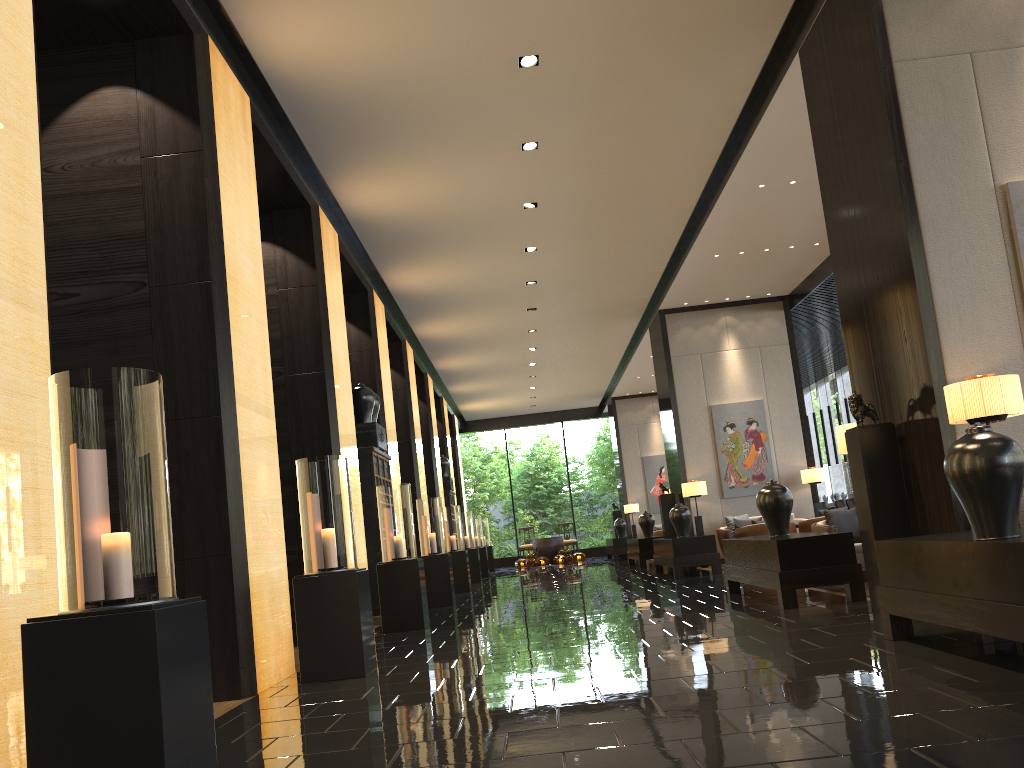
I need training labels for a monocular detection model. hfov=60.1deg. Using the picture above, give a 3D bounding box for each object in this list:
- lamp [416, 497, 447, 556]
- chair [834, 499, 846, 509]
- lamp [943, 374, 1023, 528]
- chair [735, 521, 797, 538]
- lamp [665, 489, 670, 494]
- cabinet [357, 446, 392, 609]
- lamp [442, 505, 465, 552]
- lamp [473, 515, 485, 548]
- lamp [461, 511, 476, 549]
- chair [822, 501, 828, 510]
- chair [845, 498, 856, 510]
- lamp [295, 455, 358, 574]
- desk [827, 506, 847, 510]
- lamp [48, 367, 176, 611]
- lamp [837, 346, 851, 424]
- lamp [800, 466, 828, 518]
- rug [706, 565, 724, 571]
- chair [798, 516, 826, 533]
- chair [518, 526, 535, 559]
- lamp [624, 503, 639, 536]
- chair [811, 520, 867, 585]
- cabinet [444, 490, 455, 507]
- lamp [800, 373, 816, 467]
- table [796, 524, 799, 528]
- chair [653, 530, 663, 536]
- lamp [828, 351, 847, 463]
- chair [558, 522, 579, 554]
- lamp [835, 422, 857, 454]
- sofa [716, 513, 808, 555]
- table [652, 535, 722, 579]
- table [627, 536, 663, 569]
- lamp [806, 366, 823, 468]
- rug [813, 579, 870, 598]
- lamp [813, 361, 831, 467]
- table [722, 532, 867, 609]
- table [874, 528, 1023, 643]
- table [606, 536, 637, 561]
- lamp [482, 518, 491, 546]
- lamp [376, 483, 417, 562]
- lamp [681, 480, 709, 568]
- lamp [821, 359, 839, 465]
[{"bbox_3d":[-1.057,1.864,11.593,0.337,0.724,0.339,-7,-7,2],"label":"lamp"},{"bbox_3d":[6.386,2.556,16.595,0.563,0.821,0.529,-6,-8,1],"label":"chair"},{"bbox_3d":[2.665,0.620,4.826,0.375,1.338,0.378,-1,-9,-38],"label":"lamp"},{"bbox_3d":[3.428,2.148,11.801,0.804,0.600,0.611,-6,-8,1],"label":"chair"},{"bbox_3d":[2.939,2.477,15.488,0.376,1.341,0.376,-9,-7,19],"label":"lamp"},{"bbox_3d":[-1.662,1.755,10.174,0.547,1.909,1.196,-6,-8,0],"label":"cabinet"},{"bbox_3d":[-0.982,2.373,14.509,0.337,0.724,0.339,-7,-7,2],"label":"lamp"},{"bbox_3d":[-0.832,3.390,20.342,0.337,0.724,0.339,-7,-7,2],"label":"lamp"},{"bbox_3d":[-0.907,2.881,17.426,0.337,0.724,0.339,-7,-7,2],"label":"lamp"},{"bbox_3d":[6.413,2.741,17.660,0.563,0.821,0.529,-6,-8,1],"label":"chair"},{"bbox_3d":[6.371,2.456,16.024,0.563,0.821,0.529,-6,-8,1],"label":"chair"},{"bbox_3d":[-1.206,0.848,5.760,0.336,0.724,0.339,-3,-8,-26],"label":"lamp"},{"bbox_3d":[6.582,1.346,9.713,1.780,0.754,28.961,-6,-10,0],"label":"desk"},{"bbox_3d":[-1.281,0.339,2.843,0.336,0.724,0.339,-3,-8,-26],"label":"lamp"},{"bbox_3d":[6.769,0.346,17.949,0.060,2.403,0.060,-2,-8,-34],"label":"lamp"},{"bbox_3d":[4.743,1.953,13.669,0.376,1.341,0.376,-9,-7,19],"label":"lamp"},{"bbox_3d":[3.915,2.542,12.636,1.958,0.008,2.259,-6,-10,1],"label":"rug"},{"bbox_3d":[4.278,2.051,11.790,0.804,0.600,0.611,-6,-8,1],"label":"chair"},{"bbox_3d":[0.454,4.568,24.960,0.520,1.068,0.540,-6,-7,1],"label":"chair"},{"bbox_3d":[3.122,3.720,22.624,0.376,1.341,0.376,-10,-8,30],"label":"lamp"},{"bbox_3d":[3.255,1.562,8.388,0.804,0.600,0.611,-6,-8,1],"label":"chair"},{"bbox_3d":[-1.438,3.282,18.933,0.547,1.909,1.196,-6,-8,0],"label":"cabinet"},{"bbox_3d":[6.834,0.791,20.501,0.060,2.403,0.060,-2,-8,-34],"label":"lamp"},{"bbox_3d":[3.839,2.315,12.780,1.042,0.514,0.580,-6,-9,1],"label":"table"},{"bbox_3d":[3.658,3.710,20.766,0.804,0.600,0.611,-6,-8,1],"label":"chair"},{"bbox_3d":[6.782,0.437,18.471,0.060,2.403,0.060,-2,-8,-34],"label":"lamp"},{"bbox_3d":[1.575,4.440,24.946,0.520,1.068,0.540,-6,-7,1],"label":"chair"},{"bbox_3d":[2.713,0.947,6.621,0.375,1.310,0.377,1,-10,-45],"label":"lamp"},{"bbox_3d":[3.858,2.356,13.506,1.449,0.688,0.607,-6,-8,1],"label":"sofa"},{"bbox_3d":[2.454,2.441,12.636,0.620,0.509,1.976,-6,-10,0],"label":"table"},{"bbox_3d":[2.553,3.111,16.477,0.620,0.509,1.976,-6,-10,0],"label":"table"},{"bbox_3d":[6.821,0.703,19.995,0.060,2.403,0.060,-2,-8,-34],"label":"lamp"},{"bbox_3d":[3.784,1.652,7.527,2.041,0.008,2.259,-6,-10,1],"label":"rug"},{"bbox_3d":[6.808,0.615,19.491,0.060,2.403,0.060,-2,-8,-34],"label":"lamp"},{"bbox_3d":[2.324,1.560,7.578,0.620,0.509,1.976,-6,-10,0],"label":"table"},{"bbox_3d":[2.226,0.890,3.738,0.620,0.509,1.976,-6,-10,0],"label":"table"},{"bbox_3d":[2.683,3.996,21.559,0.620,0.509,1.976,-6,-10,0],"label":"table"},{"bbox_3d":[-0.758,3.898,23.259,0.336,0.724,0.339,-5,-7,-12],"label":"lamp"},{"bbox_3d":[-1.132,1.356,8.676,0.337,0.724,0.339,-7,-7,6],"label":"lamp"},{"bbox_3d":[2.892,2.164,13.692,0.376,1.341,0.376,-9,-7,19],"label":"lamp"},{"bbox_3d":[6.795,0.526,18.981,0.060,2.403,0.060,-2,-8,-34],"label":"lamp"}]
